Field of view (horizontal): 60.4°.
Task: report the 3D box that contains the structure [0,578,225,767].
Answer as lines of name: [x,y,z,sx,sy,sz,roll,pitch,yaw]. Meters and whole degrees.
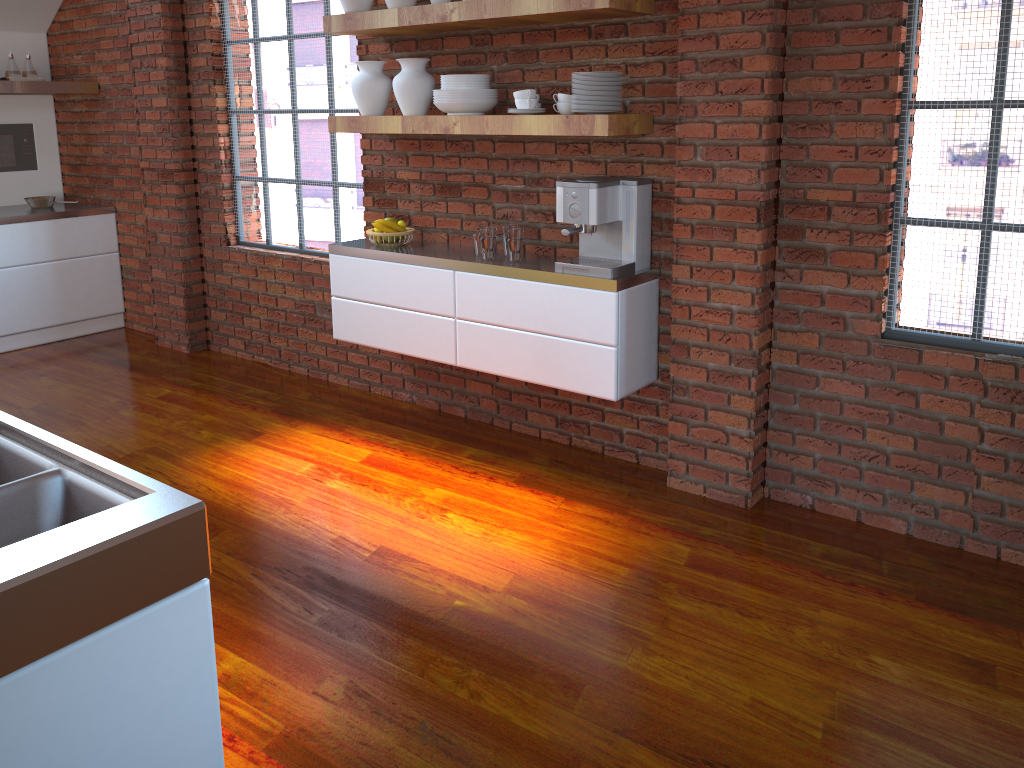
structure: [-2.026,0.530,2.040,3.151,0.747,1.042,12,20,36]

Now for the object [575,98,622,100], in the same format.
object: [0.327,-1.094,3.393,0.196,0.013,0.198,-13,21,-34]

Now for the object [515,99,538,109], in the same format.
object: [0.056,-1.126,3.553,0.093,0.045,0.101,9,19,31]

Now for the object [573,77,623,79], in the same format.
object: [0.326,-1.169,3.379,0.196,0.013,0.198,-13,21,-34]

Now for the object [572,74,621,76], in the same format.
object: [0.326,-1.178,3.377,0.196,0.013,0.198,-13,21,-34]

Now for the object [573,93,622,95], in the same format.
object: [0.327,-1.111,3.390,0.196,0.013,0.198,-13,21,-34]

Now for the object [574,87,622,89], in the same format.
object: [0.327,-1.133,3.386,0.196,0.013,0.198,-13,21,-34]

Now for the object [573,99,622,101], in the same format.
object: [0.327,-1.089,3.394,0.196,0.013,0.198,-13,21,-34]

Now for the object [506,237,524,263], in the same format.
object: [0.012,-0.566,3.714,0.078,0.101,0.079,-12,17,-39]

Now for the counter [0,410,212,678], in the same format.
counter: [-2.035,0.096,1.947,3.175,0.127,1.043,13,22,36]

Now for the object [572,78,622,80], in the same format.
object: [0.327,-1.164,3.380,0.196,0.013,0.198,-13,21,-34]

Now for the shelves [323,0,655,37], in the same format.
shelves: [-0.159,-1.561,3.726,1.551,0.074,0.343,13,22,36]

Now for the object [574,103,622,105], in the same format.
object: [0.328,-1.075,3.397,0.196,0.013,0.198,-13,21,-34]

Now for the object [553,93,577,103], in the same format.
object: [0.228,-1.141,3.544,0.092,0.057,0.102,-9,18,-28]

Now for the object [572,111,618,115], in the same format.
object: [0.328,-1.049,3.402,0.196,0.013,0.198,-13,21,-34]

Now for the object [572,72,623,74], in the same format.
object: [0.326,-1.187,3.375,0.196,0.013,0.198,-13,21,-34]

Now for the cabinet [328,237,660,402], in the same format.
cabinet: [-0.144,-0.348,3.961,1.638,0.464,0.343,12,18,36]

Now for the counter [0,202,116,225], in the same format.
counter: [-3.640,-1.026,5.550,0.721,0.043,2.021,12,22,35]

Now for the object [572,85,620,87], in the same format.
object: [0.327,-1.142,3.384,0.196,0.013,0.198,-13,21,-34]

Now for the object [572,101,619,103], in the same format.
object: [0.327,-1.085,3.395,0.196,0.013,0.198,-13,21,-34]

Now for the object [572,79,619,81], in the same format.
object: [0.327,-1.160,3.380,0.196,0.013,0.198,-13,21,-34]

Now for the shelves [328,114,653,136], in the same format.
shelves: [-0.154,-1.126,3.810,1.551,0.074,0.343,13,22,36]

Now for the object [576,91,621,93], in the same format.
object: [0.327,-1.120,3.388,0.196,0.013,0.198,-13,21,-34]

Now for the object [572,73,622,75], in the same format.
object: [0.326,-1.182,3.376,0.196,0.013,0.198,-13,21,-34]

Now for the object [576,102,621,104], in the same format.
object: [0.328,-1.080,3.396,0.196,0.013,0.198,-13,21,-34]

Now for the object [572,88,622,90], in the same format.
object: [0.327,-1.129,3.387,0.196,0.013,0.198,-13,21,-34]

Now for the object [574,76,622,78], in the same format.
object: [0.326,-1.173,3.378,0.196,0.013,0.198,-13,21,-34]

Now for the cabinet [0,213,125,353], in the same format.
cabinet: [-3.636,-0.611,5.632,0.718,0.797,2.021,10,19,36]

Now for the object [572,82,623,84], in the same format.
object: [0.327,-1.151,3.382,0.196,0.013,0.198,-13,21,-34]

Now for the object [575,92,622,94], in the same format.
object: [0.327,-1.116,3.389,0.196,0.013,0.198,-13,21,-34]

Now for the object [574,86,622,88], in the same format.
object: [0.327,-1.137,3.385,0.196,0.013,0.198,-13,21,-34]

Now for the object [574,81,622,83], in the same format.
object: [0.327,-1.156,3.381,0.196,0.013,0.198,-13,21,-34]

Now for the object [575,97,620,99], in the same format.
object: [0.327,-1.098,3.392,0.196,0.013,0.198,-13,21,-34]

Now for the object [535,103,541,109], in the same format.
object: [0.078,-1.168,3.737,0.092,0.045,0.101,4,17,17]

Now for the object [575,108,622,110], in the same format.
object: [0.328,-1.058,3.400,0.196,0.013,0.198,-13,21,-34]

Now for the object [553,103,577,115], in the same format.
object: [0.224,-1.110,3.547,0.092,0.045,0.101,-6,17,-17]

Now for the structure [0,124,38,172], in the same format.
structure: [-3.567,-1.649,6.154,0.013,0.326,0.465,7,17,36]

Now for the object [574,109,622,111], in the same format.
object: [0.328,-1.053,3.401,0.196,0.013,0.198,-13,21,-34]

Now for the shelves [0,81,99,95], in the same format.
shelves: [-3.674,-1.824,5.411,0.661,0.074,2.015,12,21,35]

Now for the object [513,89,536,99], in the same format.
object: [0.050,-1.158,3.548,0.092,0.057,0.102,5,17,20]

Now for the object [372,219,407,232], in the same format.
object: [-0.576,-0.744,4.182,0.184,0.083,0.068,-5,14,-14]

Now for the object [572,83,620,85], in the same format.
object: [0.327,-1.146,3.383,0.196,0.013,0.198,-13,21,-34]

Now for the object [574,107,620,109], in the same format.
object: [0.328,-1.062,3.399,0.196,0.013,0.198,-13,21,-34]
